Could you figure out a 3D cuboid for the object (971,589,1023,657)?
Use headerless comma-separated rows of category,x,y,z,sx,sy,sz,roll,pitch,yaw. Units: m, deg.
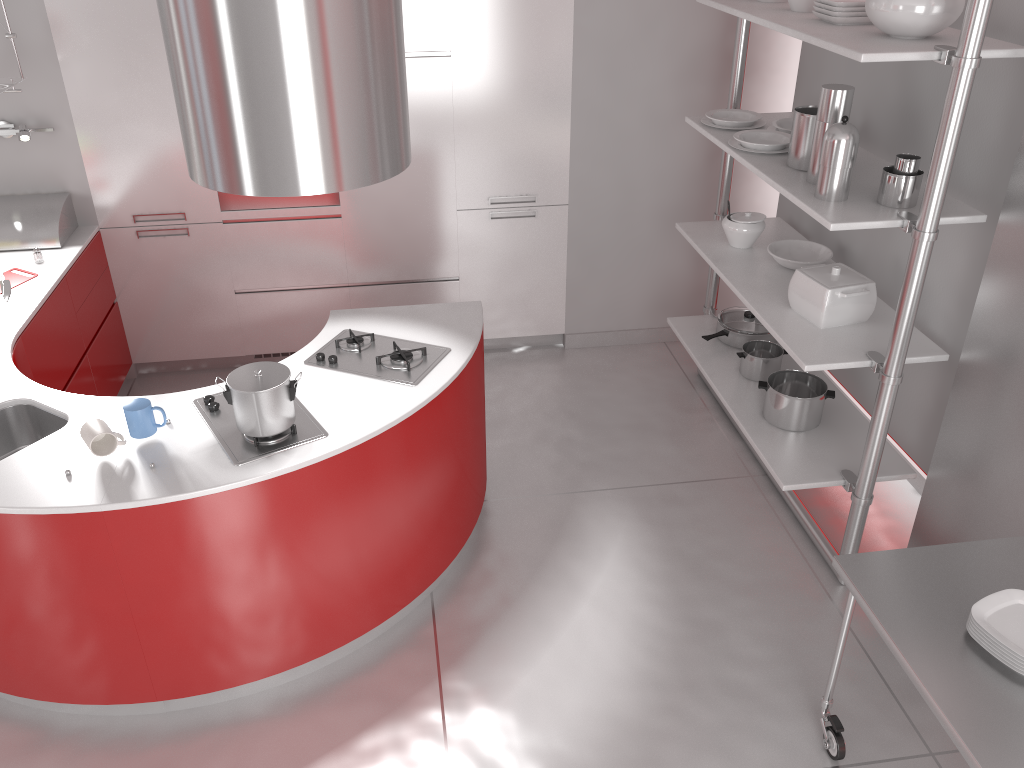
object,1.295,0.611,2.230,0.228,0.020,0.228,-14,33,-23

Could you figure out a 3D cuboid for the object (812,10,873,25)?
object,1.172,-1.276,3.089,0.200,0.030,0.200,-4,30,-7

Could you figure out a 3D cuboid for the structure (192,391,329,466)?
structure,-0.814,0.095,2.838,0.303,0.037,0.457,-18,34,-28

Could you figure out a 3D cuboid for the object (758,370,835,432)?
object,1.173,0.068,3.685,0.259,0.161,0.240,-13,32,-22

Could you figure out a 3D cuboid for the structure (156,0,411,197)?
structure,-0.624,-1.066,2.399,0.644,0.958,0.644,-24,38,-35

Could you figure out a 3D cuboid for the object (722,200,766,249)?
object,1.045,-0.729,3.999,0.192,0.214,0.192,-11,32,-19

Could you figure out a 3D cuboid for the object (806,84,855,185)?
object,1.112,-0.869,3.102,0.110,0.329,0.109,-5,30,-9

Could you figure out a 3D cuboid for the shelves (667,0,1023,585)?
shelves,1.166,-0.771,3.529,0.535,2.599,1.735,-4,30,-7

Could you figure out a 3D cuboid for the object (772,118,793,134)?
object,1.227,-1.080,3.761,0.244,0.042,0.244,-9,31,-14

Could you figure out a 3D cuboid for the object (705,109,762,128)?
object,0.977,-1.166,3.915,0.244,0.042,0.244,-13,32,-21

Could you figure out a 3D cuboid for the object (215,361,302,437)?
object,-0.763,0.040,2.709,0.189,0.185,0.218,25,38,37

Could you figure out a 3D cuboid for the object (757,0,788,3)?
object,1.061,-1.642,3.568,0.231,0.191,0.231,17,34,28

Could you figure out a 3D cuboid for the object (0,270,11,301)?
object,-2.156,-0.422,3.772,0.041,0.008,0.375,-17,34,-27

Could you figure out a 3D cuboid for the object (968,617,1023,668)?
object,1.295,0.637,2.246,0.228,0.020,0.228,-14,33,-23

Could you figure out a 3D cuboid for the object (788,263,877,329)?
object,1.212,-0.350,3.356,0.235,0.197,0.282,-10,31,-16

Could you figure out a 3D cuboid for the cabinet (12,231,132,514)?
cabinet,-1.634,0.038,3.804,1.875,0.761,1.025,20,36,32

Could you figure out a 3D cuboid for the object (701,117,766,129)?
object,0.977,-1.155,3.922,0.280,0.015,0.280,15,33,25

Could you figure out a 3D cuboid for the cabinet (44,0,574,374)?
cabinet,-0.929,-1.150,4.787,2.398,2.026,0.614,-4,30,-7

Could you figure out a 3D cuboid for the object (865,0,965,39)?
object,1.253,-1.198,2.757,0.287,0.222,0.287,20,35,31

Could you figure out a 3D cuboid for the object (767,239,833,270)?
object,1.232,-0.541,3.812,0.272,0.072,0.272,-26,39,-37

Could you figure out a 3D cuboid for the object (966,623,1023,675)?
object,1.295,0.655,2.256,0.228,0.020,0.228,-14,33,-23

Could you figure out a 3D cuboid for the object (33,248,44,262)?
object,-2.145,-0.585,4.011,0.042,0.066,0.043,2,30,4

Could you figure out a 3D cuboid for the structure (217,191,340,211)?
structure,-1.181,-1.149,4.377,0.599,0.589,0.050,-4,30,-7

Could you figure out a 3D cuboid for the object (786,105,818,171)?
object,1.126,-0.918,3.311,0.172,0.205,0.184,-2,30,-3

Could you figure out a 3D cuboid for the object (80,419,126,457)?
object,-1.218,0.155,2.650,0.109,0.080,0.100,-22,36,-33

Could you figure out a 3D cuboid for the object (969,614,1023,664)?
object,1.295,0.628,2.240,0.228,0.020,0.228,-14,33,-23

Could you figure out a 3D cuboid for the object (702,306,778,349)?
object,1.108,-0.290,4.342,0.407,0.130,0.308,-1,30,-1

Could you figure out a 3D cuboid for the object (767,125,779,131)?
object,1.227,-1.068,3.768,0.280,0.015,0.280,15,33,25

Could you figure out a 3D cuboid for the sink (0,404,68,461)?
sink,-1.631,0.255,2.815,0.326,0.172,0.428,16,34,26

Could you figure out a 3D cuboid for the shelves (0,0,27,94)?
shelves,-2.298,-1.509,3.257,0.462,1.023,0.934,-4,30,-7

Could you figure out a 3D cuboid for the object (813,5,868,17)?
object,1.172,-1.290,3.081,0.200,0.030,0.200,-4,30,-7

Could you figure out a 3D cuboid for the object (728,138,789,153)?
object,1.018,-0.967,3.593,0.280,0.015,0.280,11,32,18

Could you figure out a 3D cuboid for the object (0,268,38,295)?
object,-2.181,-0.442,3.820,0.168,0.006,0.266,9,31,16

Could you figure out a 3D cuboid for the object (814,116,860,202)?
object,1.088,-0.756,2.960,0.115,0.274,0.115,-8,31,-13

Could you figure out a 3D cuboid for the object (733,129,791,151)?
object,1.018,-0.979,3.586,0.244,0.042,0.244,-13,32,-21

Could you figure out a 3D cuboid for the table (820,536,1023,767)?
table,1.397,1.159,2.080,0.749,0.682,1.627,-4,30,-6

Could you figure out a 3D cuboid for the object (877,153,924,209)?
object,1.288,-0.675,2.932,0.127,0.157,0.127,1,30,2

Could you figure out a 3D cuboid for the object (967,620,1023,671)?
object,1.295,0.646,2.251,0.228,0.020,0.228,-14,33,-23

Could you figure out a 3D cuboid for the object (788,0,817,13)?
object,1.106,-1.476,3.313,0.192,0.153,0.192,2,30,5

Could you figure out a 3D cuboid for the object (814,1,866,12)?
object,1.172,-1.303,3.074,0.200,0.030,0.200,-4,30,-7

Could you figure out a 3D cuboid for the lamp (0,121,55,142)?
lamp,-2.366,-1.159,4.098,0.454,0.081,0.155,-4,30,-7

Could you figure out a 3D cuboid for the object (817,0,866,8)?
object,1.172,-1.317,3.066,0.200,0.030,0.200,-4,30,-7

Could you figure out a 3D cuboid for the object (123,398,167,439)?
object,-1.128,0.101,2.726,0.109,0.100,0.080,-20,35,-30

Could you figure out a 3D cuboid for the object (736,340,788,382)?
object,1.131,-0.104,4.026,0.182,0.122,0.196,22,37,34

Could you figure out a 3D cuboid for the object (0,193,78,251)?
object,-2.336,-0.772,4.224,0.400,0.170,0.300,-4,30,-7

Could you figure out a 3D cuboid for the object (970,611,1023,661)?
object,1.295,0.619,2.235,0.228,0.020,0.228,-14,33,-23

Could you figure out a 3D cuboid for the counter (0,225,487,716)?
counter,-1.636,0.201,3.583,2.865,0.880,1.868,13,32,22

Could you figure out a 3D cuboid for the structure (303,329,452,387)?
structure,-0.484,-0.115,3.202,0.457,0.037,0.303,11,32,19
